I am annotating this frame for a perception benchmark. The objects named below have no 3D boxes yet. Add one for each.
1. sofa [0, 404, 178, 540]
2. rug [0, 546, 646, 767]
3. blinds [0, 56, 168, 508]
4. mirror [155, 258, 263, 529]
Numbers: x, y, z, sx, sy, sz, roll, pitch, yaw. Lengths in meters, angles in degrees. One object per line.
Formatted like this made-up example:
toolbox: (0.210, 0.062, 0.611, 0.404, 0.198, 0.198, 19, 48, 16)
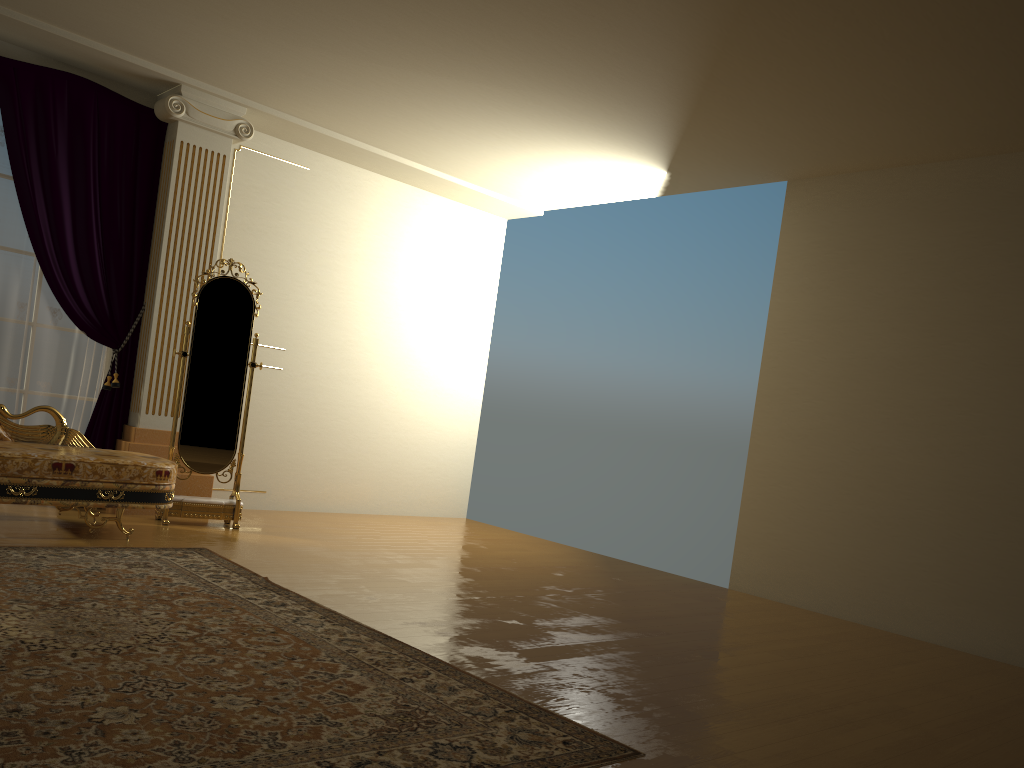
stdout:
sofa: (-2.669, 0.306, 4.505, 1.903, 0.871, 0.690, 10, -1, -42)
rug: (-1.413, 0.835, 2.968, 2.128, 0.017, 3.065, 10, -4, -42)
blinds: (-3.243, -0.637, 5.149, 2.246, 2.654, 0.337, 8, 1, -42)
mirror: (-1.877, 0.050, 5.586, 0.543, 1.701, 0.242, 7, 1, -32)
